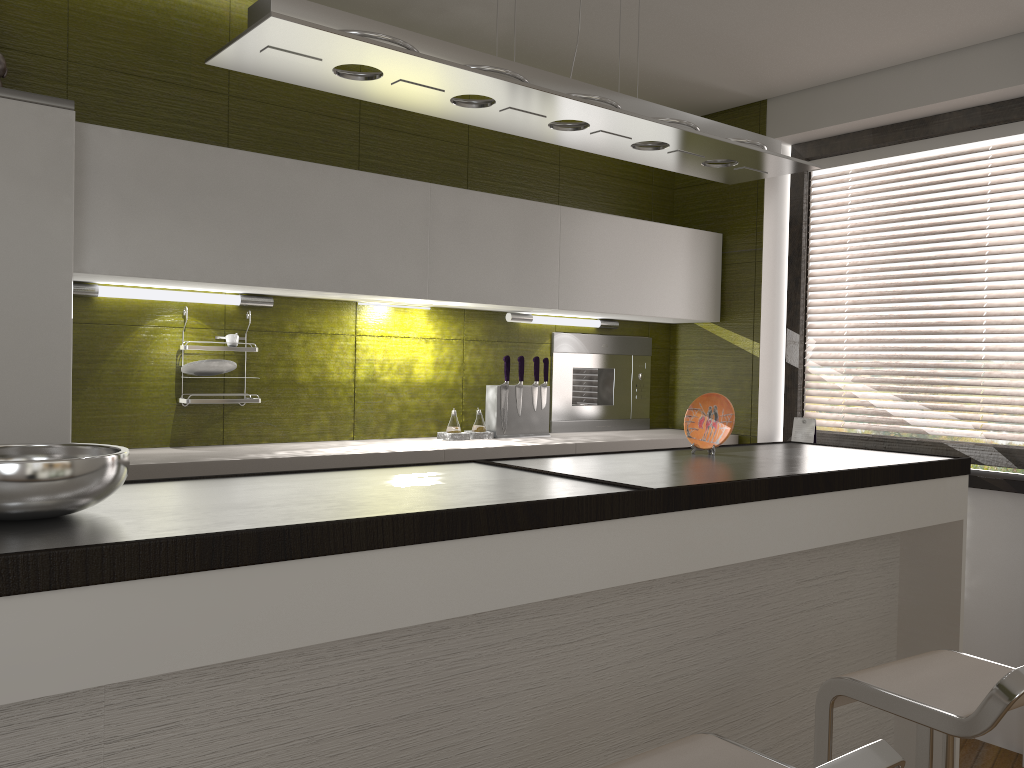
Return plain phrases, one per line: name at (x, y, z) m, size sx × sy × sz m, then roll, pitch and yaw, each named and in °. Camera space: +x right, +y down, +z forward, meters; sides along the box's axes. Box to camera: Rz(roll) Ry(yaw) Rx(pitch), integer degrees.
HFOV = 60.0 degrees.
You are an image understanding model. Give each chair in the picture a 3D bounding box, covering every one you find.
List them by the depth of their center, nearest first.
chair at (0.287, 0.943, 1.372) m, size 0.418 × 0.857 × 0.460 m, roll 0°, pitch 1°, yaw -38°
chair at (0.949, 0.947, 1.900) m, size 0.418 × 0.857 × 0.460 m, roll 1°, pitch 1°, yaw -33°

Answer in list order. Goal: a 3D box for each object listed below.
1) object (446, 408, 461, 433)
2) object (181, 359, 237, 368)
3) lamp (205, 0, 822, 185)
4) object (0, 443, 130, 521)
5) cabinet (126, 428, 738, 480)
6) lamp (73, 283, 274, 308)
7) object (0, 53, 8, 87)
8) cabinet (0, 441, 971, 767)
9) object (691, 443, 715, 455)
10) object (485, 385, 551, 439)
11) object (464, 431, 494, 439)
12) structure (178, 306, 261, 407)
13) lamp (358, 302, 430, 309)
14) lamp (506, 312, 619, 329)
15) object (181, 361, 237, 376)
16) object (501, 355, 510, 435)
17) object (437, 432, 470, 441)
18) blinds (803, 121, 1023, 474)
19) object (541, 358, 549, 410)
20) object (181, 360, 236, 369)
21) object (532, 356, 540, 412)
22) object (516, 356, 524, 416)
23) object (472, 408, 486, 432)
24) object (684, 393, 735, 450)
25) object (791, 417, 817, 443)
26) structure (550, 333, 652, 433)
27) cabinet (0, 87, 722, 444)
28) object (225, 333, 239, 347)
object at (-0.239, 0.160, 3.641) m, size 0.059 × 0.121 × 0.059 m, roll 1°, pitch 1°, yaw 7°
object at (-1.038, -0.059, 3.038) m, size 0.181 × 0.052 × 0.173 m, roll 0°, pitch 2°, yaw -38°
lamp at (0.148, -0.973, 2.170) m, size 1.677 × 0.683 × 0.326 m, roll 0°, pitch 2°, yaw -38°
object at (-0.798, 0.162, 1.456) m, size 0.311 × 0.105 × 0.311 m, roll 1°, pitch 1°, yaw -26°
cabinet at (-0.220, 0.773, 3.538) m, size 2.940 × 1.086 × 0.465 m, roll 0°, pitch 2°, yaw -38°
lamp at (-1.160, -0.300, 3.021) m, size 0.715 × 0.041 × 0.041 m, roll 0°, pitch 2°, yaw -38°
object at (-1.537, -1.025, 2.491) m, size 0.195 × 0.488 × 0.304 m, roll 0°, pitch 2°, yaw -41°
cabinet at (0.087, 0.783, 2.174) m, size 2.947 × 1.134 × 0.663 m, roll 0°, pitch 2°, yaw -38°
object at (0.619, 0.154, 2.789) m, size 0.072 × 0.131 × 0.088 m, roll 0°, pitch 2°, yaw -43°
object at (0.026, 0.120, 3.860) m, size 0.293 × 0.227 × 0.107 m, roll 0°, pitch 1°, yaw -38°
object at (-0.140, 0.215, 3.738) m, size 0.107 × 0.032 × 0.107 m, roll 1°, pitch 1°, yaw -27°
structure at (-1.017, -0.092, 3.093) m, size 0.266 × 0.346 × 0.110 m, roll 0°, pitch 2°, yaw -38°
lamp at (-0.472, -0.315, 3.585) m, size 0.334 × 0.008 × 0.008 m, roll 0°, pitch 2°, yaw -38°
lamp at (0.247, -0.290, 4.102) m, size 0.716 × 0.041 × 0.095 m, roll 0°, pitch 2°, yaw -39°
object at (-1.037, -0.052, 3.037) m, size 0.181 × 0.052 × 0.173 m, roll 0°, pitch 2°, yaw -38°
object at (-0.031, 0.047, 3.761) m, size 0.046 × 0.339 × 0.013 m, roll 0°, pitch 2°, yaw -38°
object at (-0.241, 0.215, 3.642) m, size 0.107 × 0.032 × 0.107 m, roll 0°, pitch 1°, yaw -38°
blinds at (2.297, -2.991, 7.862) m, size 16.000 × 12.704 × 9.030 m, roll 1°, pitch 1°, yaw 1°
object at (0.142, -0.001, 3.895) m, size 0.040 × 0.231 × 0.013 m, roll 0°, pitch 2°, yaw -38°
object at (-1.037, -0.056, 3.037) m, size 0.181 × 0.052 × 0.173 m, roll 0°, pitch 2°, yaw -38°
object at (0.102, 0.000, 3.864) m, size 0.036 × 0.243 × 0.013 m, roll 0°, pitch 2°, yaw -38°
object at (0.032, 0.010, 3.809) m, size 0.042 × 0.264 × 0.013 m, roll 0°, pitch 2°, yaw -38°
object at (-0.139, 0.160, 3.736) m, size 0.059 × 0.121 × 0.059 m, roll 2°, pitch 1°, yaw 19°
object at (0.620, 0.116, 2.789) m, size 0.055 × 0.178 × 0.184 m, roll 0°, pitch 2°, yaw -42°
object at (1.325, 0.239, 4.021) m, size 0.057 × 0.169 × 0.106 m, roll 0°, pitch 2°, yaw -44°
structure at (0.447, -0.002, 4.316) m, size 0.663 × 0.469 × 0.015 m, roll 0°, pitch 2°, yaw -38°
cabinet at (-0.493, 0.267, 3.459) m, size 3.471 × 2.089 × 0.724 m, roll 0°, pitch 2°, yaw -38°
object at (-0.988, -0.153, 3.127) m, size 0.046 × 0.053 × 0.051 m, roll 1°, pitch 1°, yaw -7°
